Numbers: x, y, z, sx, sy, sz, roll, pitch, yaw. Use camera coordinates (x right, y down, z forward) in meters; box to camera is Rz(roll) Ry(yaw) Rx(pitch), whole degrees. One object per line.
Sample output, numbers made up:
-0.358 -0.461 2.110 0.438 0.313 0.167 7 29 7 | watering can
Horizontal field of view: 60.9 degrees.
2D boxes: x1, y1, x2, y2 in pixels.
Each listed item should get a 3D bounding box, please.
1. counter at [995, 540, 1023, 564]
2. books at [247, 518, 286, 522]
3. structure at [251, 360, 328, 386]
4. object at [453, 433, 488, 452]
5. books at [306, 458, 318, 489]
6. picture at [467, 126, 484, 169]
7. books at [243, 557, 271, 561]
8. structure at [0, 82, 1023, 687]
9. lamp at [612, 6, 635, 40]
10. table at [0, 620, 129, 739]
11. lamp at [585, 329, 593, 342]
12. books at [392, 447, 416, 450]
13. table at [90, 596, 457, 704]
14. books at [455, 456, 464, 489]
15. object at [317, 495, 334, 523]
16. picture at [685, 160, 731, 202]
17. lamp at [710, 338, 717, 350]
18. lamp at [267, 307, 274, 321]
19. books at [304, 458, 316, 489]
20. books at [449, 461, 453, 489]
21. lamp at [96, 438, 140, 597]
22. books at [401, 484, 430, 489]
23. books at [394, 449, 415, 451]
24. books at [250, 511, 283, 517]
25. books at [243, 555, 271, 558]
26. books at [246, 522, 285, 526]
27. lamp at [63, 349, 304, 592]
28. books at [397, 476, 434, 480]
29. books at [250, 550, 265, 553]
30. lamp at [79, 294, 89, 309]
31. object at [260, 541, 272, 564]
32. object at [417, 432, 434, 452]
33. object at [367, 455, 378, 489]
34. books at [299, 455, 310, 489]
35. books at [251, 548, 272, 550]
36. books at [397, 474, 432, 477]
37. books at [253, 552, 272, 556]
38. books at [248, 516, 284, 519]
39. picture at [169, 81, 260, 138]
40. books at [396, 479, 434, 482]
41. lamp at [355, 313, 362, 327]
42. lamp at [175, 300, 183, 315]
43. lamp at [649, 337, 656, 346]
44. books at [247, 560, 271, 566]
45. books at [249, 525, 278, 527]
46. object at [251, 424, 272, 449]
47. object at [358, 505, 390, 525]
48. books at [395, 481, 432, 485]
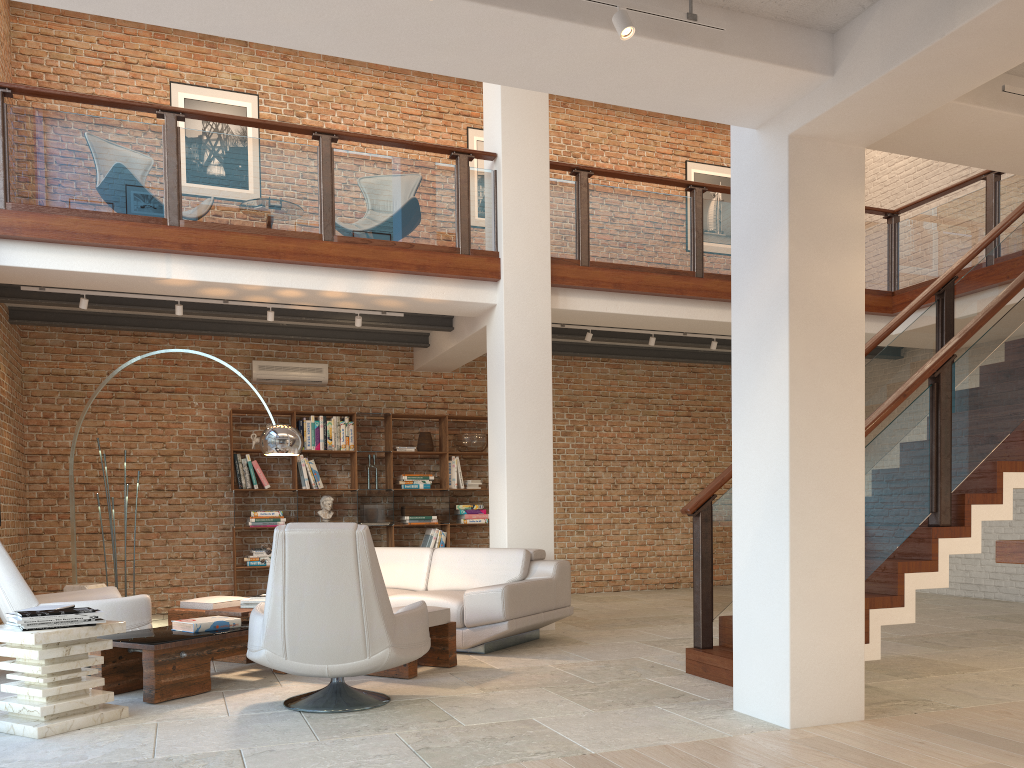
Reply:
2.808 0.823 1.982 1.686 0.912 2.521 2 -8 -21 | counter
-2.686 1.487 9.519 0.380 0.036 0.246 4 -9 -27 | books
-2.469 -0.118 9.694 0.813 0.218 0.201 2 -4 -21 | structure
-0.484 0.711 10.332 0.439 0.217 0.439 -3 -7 20 | object
-2.247 1.003 9.700 0.124 0.347 0.273 -1 -2 -21 | books
-0.105 -2.462 10.618 0.913 1.192 0.027 0 2 -21 | picture
-2.739 1.909 9.531 0.380 0.036 0.247 2 -9 -21 | books
2.059 -0.453 4.142 10.158 4.107 13.993 2 -8 -21 | structure
0.402 -1.304 3.146 0.086 0.128 0.059 -2 0 39 | lamp
-2.327 1.469 4.420 0.496 0.501 0.497 -3 -4 29 | table
0.765 -0.478 8.688 0.086 0.128 0.059 -2 0 39 | lamp
-1.243 0.739 10.009 0.237 0.018 0.172 4 -10 -28 | books
-1.730 1.699 5.773 2.214 0.426 1.983 -5 -9 30 | table
-0.650 1.055 10.315 0.101 0.382 0.245 -1 -1 -21 | books
-2.084 1.417 9.754 0.196 0.348 0.194 -1 0 -5 | object
2.729 -2.339 11.701 0.913 1.192 0.027 0 2 -21 | picture
2.134 -0.418 9.214 0.061 0.128 0.086 -1 -1 -19 | lamp
-2.103 -0.602 7.594 0.061 0.128 0.086 -1 -1 -19 | lamp
-2.264 1.001 9.684 0.124 0.347 0.273 -1 -2 -21 | books
-0.764 1.074 10.249 0.055 0.328 0.256 -1 -2 -21 | books
-3.795 1.436 8.398 0.200 1.813 0.417 1 2 39 | lamp
-1.124 1.196 10.116 0.326 0.055 0.257 1 -8 -11 | books
-1.235 0.765 10.005 0.206 0.033 0.134 2 -9 -21 | books
-2.687 1.423 9.535 0.326 0.055 0.257 2 -9 -18 | books
-2.721 1.880 9.527 0.380 0.018 0.246 4 -10 -28 | books
-2.698 1.524 9.523 0.380 0.036 0.246 3 -9 -26 | books
-2.531 0.904 6.726 2.034 2.342 0.318 -1 2 15 | lamp
-1.125 1.093 10.102 0.380 0.036 0.246 4 -9 -27 | books
-2.739 1.832 9.551 0.237 0.018 0.172 4 -10 -28 | books
-3.472 -0.661 7.068 0.086 0.128 0.059 -2 0 39 | lamp
-1.438 1.262 6.035 0.318 0.604 0.543 -1 -2 40 | object
-1.004 0.676 10.087 0.193 0.232 0.194 -2 -3 27 | object
-1.583 0.998 9.883 0.121 0.397 0.062 -1 2 -18 | object
-2.311 0.980 9.655 0.103 0.382 0.245 -1 -1 -21 | books
-2.724 1.803 9.534 0.252 0.017 0.164 2 -9 -21 | books
-1.134 1.067 10.118 0.356 0.020 0.275 3 -9 -22 | books
-2.731 1.858 9.547 0.206 0.033 0.134 2 -9 -21 | books
-2.695 1.461 9.536 0.356 0.020 0.275 3 -9 -22 | books
-3.200 -2.597 9.434 0.913 1.192 0.027 0 2 -21 | picture
-1.129 1.122 10.110 0.380 0.018 0.246 4 -10 -28 | books
-1.388 -0.576 7.878 0.060 0.115 0.095 -1 -2 -14 | lamp
-2.798 -0.636 7.328 0.061 0.120 0.086 -1 -1 -19 | lamp
1.438 -0.448 8.948 0.061 0.128 0.086 -1 -1 -19 | lamp
-2.716 1.955 9.532 0.326 0.055 0.257 1 -8 -11 | books
-2.691 1.554 9.533 0.356 0.020 0.275 2 -9 -21 | books
-2.700 0.571 9.446 0.251 0.282 0.131 0 0 -13 | object
-1.584 1.491 9.919 0.336 0.232 0.286 1 -5 -21 | object
-1.147 1.150 10.115 0.380 0.036 0.247 2 -9 -21 | books
